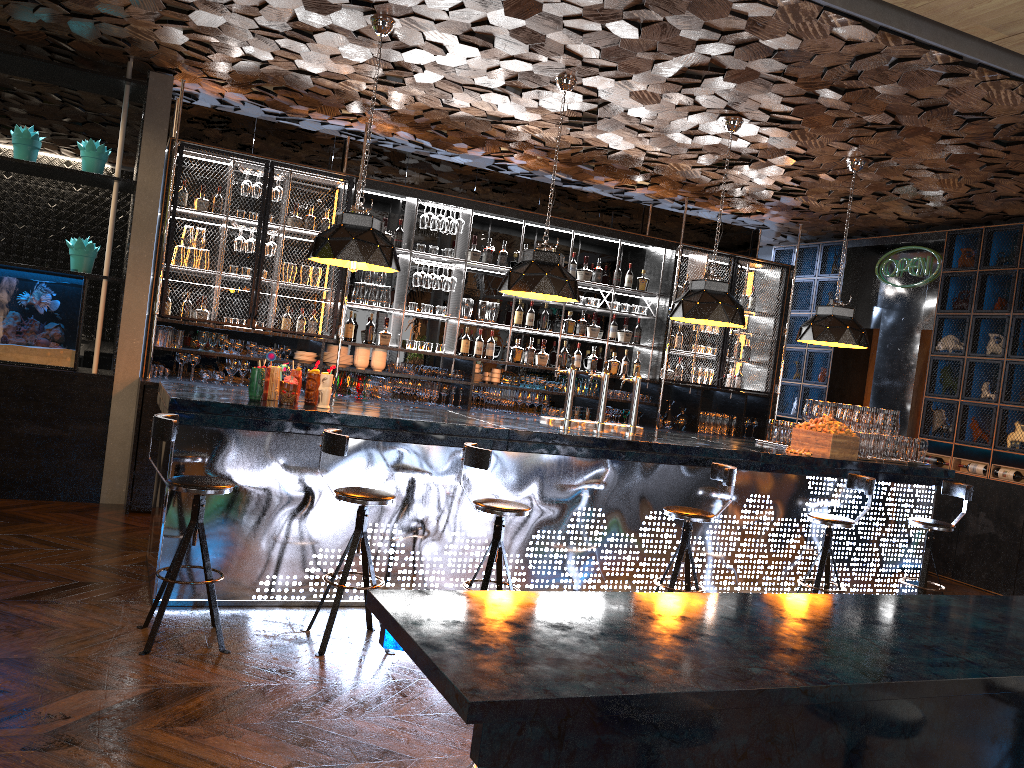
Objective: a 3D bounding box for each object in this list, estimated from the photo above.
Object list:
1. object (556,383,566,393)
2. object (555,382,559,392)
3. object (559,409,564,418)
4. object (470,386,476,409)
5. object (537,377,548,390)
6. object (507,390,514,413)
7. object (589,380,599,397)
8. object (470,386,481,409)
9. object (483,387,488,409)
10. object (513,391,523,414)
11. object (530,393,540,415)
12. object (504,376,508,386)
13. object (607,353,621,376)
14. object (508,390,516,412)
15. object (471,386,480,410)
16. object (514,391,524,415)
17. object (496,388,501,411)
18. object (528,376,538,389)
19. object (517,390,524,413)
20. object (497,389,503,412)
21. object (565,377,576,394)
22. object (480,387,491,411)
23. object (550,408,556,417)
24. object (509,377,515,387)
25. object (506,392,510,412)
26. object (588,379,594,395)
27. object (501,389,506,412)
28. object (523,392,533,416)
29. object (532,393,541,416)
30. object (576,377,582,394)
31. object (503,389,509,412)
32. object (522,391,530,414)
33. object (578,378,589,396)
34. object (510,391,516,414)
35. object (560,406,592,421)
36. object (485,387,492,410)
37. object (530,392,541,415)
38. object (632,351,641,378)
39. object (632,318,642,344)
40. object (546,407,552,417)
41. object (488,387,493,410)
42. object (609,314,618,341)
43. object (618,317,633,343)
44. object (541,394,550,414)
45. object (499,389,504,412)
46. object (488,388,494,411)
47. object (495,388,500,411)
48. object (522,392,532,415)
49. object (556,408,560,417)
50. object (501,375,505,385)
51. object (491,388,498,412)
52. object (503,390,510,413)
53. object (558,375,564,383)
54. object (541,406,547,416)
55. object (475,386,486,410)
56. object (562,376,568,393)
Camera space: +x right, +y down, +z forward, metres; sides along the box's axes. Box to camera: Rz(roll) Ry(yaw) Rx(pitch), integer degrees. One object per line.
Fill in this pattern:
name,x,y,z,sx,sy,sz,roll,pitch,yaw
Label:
object,0.502,0.036,9.120,0.098,0.097,0.098,8,1,10
object,0.455,0.028,9.217,0.098,0.097,0.098,7,1,0
object,0.520,0.309,9.165,0.067,0.099,0.067,8,2,37
object,-0.419,0.131,8.888,0.108,0.227,0.108,6,2,-45
object,0.309,-0.002,9.064,0.108,0.126,0.108,8,1,10
object,-0.012,0.179,8.988,0.049,0.231,0.049,7,2,-20
object,0.867,0.041,9.257,0.101,0.172,0.115,7,1,5
object,-0.366,0.134,9.046,0.108,0.227,0.108,8,1,12
object,-0.271,0.142,9.073,0.058,0.234,0.058,7,2,-22
object,0.070,0.187,9.105,0.091,0.229,0.091,7,1,-4
object,0.244,0.207,9.182,0.091,0.229,0.091,6,2,-31
object,-0.048,-0.033,9.041,0.058,0.099,0.067,7,2,-22
object,1.097,-0.216,9.599,0.151,0.248,0.094,7,2,-15
object,-0.008,0.175,9.194,0.091,0.229,0.091,8,1,11
object,-0.375,0.139,8.777,0.108,0.227,0.108,6,2,-33
object,0.079,0.192,8.980,0.091,0.229,0.091,6,2,-38
object,-0.132,0.161,9.073,0.049,0.231,0.049,6,2,-35
object,0.210,-0.013,9.016,0.100,0.125,0.100,8,1,15
object,0.075,0.185,9.232,0.091,0.229,0.091,8,2,28
object,-0.126,0.165,8.884,0.058,0.234,0.058,7,2,-21
object,0.618,0.012,9.145,0.115,0.172,0.101,7,1,5
object,-0.271,0.151,8.826,0.108,0.227,0.108,8,2,36
object,0.424,0.298,9.124,0.067,0.100,0.067,6,2,-32
object,0.001,-0.023,8.883,0.058,0.099,0.067,8,2,21
object,-0.034,0.174,9.049,0.049,0.231,0.049,7,2,-16
object,0.826,0.033,9.367,0.115,0.172,0.101,6,2,-40
object,-0.082,0.170,8.957,0.049,0.231,0.049,7,2,-16
object,0.170,0.202,9.027,0.091,0.229,0.091,8,2,23
object,0.254,0.212,9.064,0.091,0.229,0.091,7,1,3
object,0.694,0.018,9.310,0.101,0.172,0.115,7,1,5
object,-0.067,0.169,9.098,0.049,0.231,0.049,7,2,-22
object,0.163,0.195,9.271,0.091,0.229,0.091,8,2,34
object,0.751,0.028,9.195,0.115,0.172,0.101,6,2,-40
object,0.013,0.183,8.928,0.049,0.231,0.049,6,2,-29
object,0.663,0.304,9.352,0.356,0.134,0.206,7,2,-17
object,-0.237,0.148,8.997,0.058,0.234,0.058,9,2,40
object,0.253,0.205,9.315,0.091,0.229,0.091,7,2,-27
object,1.372,-0.209,9.723,0.080,0.299,0.080,7,2,-22
object,1.377,-0.576,9.699,0.086,0.299,0.086,8,2,24
object,0.391,0.291,9.232,0.067,0.100,0.067,6,2,-32
object,-0.227,0.146,9.128,0.058,0.234,0.058,8,2,19
object,1.094,-0.608,9.574,0.086,0.298,0.086,8,2,24
object,1.229,-0.581,9.613,0.123,0.279,0.123,6,2,-35
object,0.342,0.222,9.102,0.091,0.229,0.091,8,2,38
object,-0.100,0.167,9.016,0.049,0.231,0.049,8,1,12
object,-0.207,0.154,8.931,0.058,0.234,0.058,7,1,-2
object,-0.156,0.159,8.975,0.058,0.234,0.058,7,1,9
object,0.157,0.197,9.144,0.091,0.229,0.091,7,1,7
object,0.469,0.300,9.278,0.067,0.099,0.067,8,2,37
object,-0.077,-0.038,9.103,0.058,0.099,0.067,8,2,26
object,-0.174,0.160,8.852,0.058,0.234,0.058,8,2,18
object,-0.056,0.175,8.896,0.049,0.231,0.049,7,1,-13
object,0.520,-0.006,9.366,0.115,0.172,0.101,6,2,-40
object,0.337,0.281,9.329,0.067,0.100,0.067,6,2,-32
object,-0.316,0.143,8.935,0.108,0.227,0.108,8,2,30
object,0.564,0.003,9.252,0.115,0.172,0.101,7,1,-15
